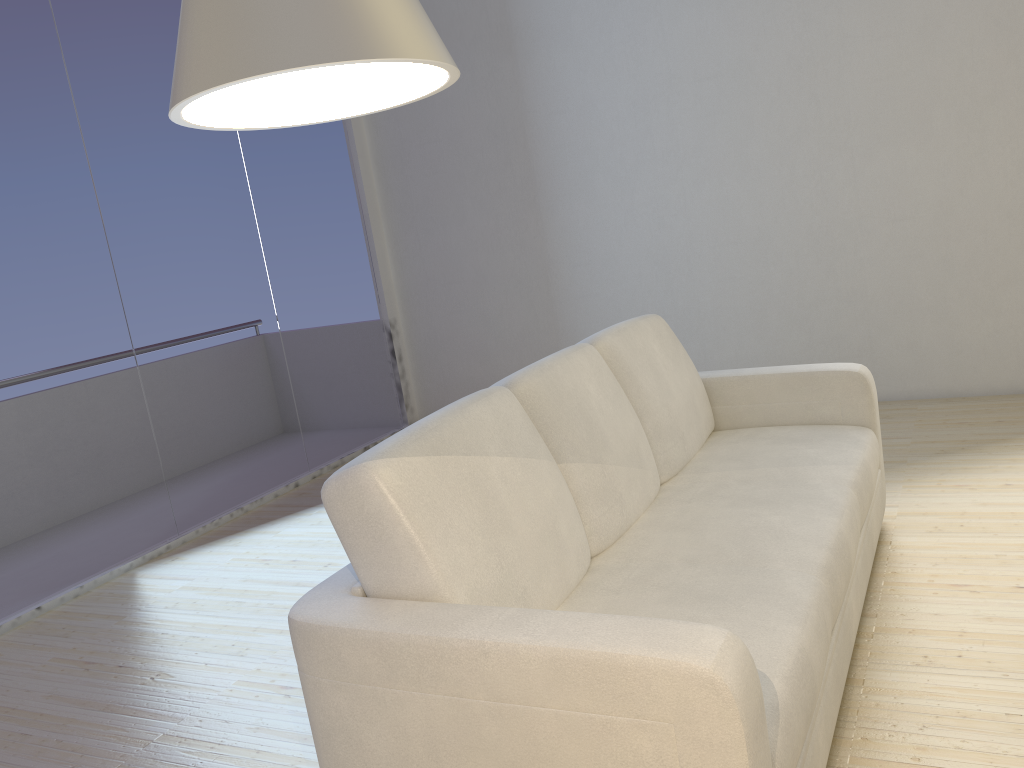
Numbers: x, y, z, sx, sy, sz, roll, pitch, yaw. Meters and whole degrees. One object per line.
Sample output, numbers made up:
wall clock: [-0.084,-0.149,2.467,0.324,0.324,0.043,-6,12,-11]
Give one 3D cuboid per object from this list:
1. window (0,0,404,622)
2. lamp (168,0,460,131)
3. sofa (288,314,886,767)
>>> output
window: [-1.629,-0.687,4.530,0.012,2.706,2.988,-4,11,28]
lamp: [-0.392,0.220,0.665,0.891,1.841,0.204,-5,11,24]
sofa: [0.426,0.320,2.447,0.941,0.862,2.166,-4,11,28]
